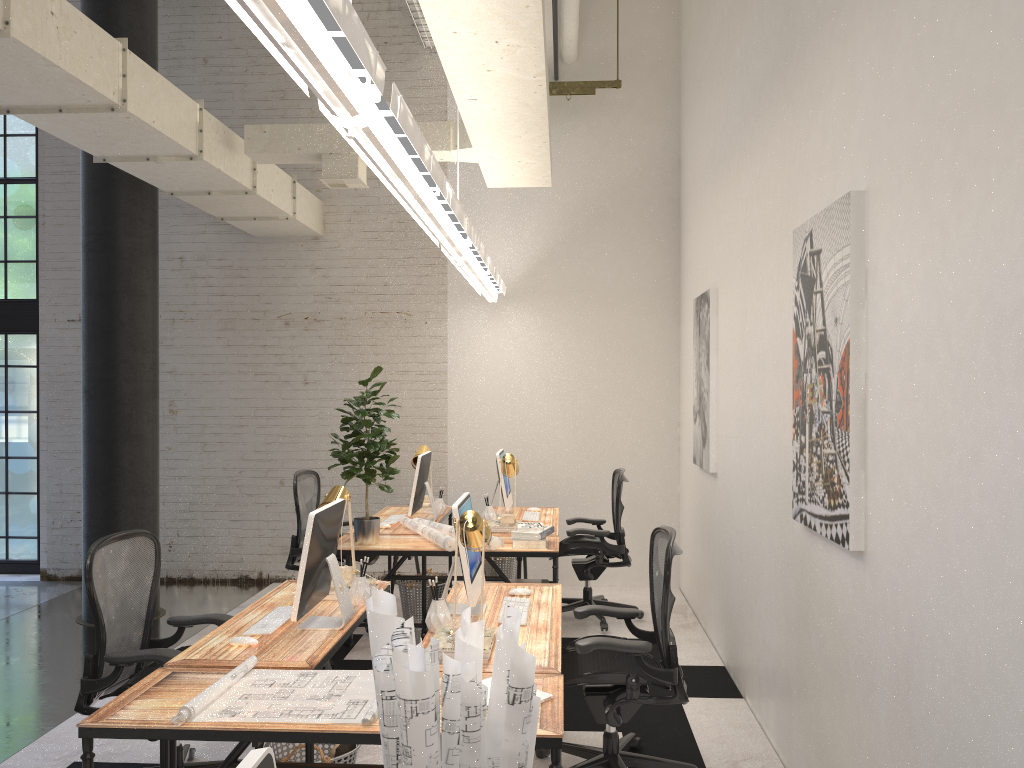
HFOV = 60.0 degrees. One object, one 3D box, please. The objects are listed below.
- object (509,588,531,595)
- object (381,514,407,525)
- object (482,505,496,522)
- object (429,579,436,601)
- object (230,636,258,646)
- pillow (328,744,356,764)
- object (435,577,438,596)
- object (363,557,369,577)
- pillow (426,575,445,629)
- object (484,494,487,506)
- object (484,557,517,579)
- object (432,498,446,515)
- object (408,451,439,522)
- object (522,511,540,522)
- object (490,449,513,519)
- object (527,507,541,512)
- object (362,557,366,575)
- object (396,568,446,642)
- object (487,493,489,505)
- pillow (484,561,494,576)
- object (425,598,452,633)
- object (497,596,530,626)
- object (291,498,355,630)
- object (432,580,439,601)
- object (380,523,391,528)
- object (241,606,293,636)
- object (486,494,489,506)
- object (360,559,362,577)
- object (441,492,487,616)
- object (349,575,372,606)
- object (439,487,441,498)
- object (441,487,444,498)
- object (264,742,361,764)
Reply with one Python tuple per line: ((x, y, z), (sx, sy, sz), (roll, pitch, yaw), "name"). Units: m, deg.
((0.037, 0.962, 4.112), (0.106, 0.029, 0.059), (0, 0, 4), "object")
((-0.843, 0.964, 6.310), (0.118, 0.017, 0.439), (0, 0, 3), "object")
((-0.159, 0.909, 6.168), (0.101, 0.127, 0.101), (0, 0, -42), "object")
((-0.300, 0.869, 3.479), (0.054, 0.207, 0.008), (0, 0, -10), "object")
((-0.998, 0.956, 3.303), (0.106, 0.029, 0.059), (0, 0, 4), "object")
((-0.651, 1.493, 3.257), (0.119, 0.406, 0.239), (0, 0, 4), "pillow")
((-0.295, 0.868, 3.502), (0.008, 0.207, 0.054), (0, 0, -14), "object")
((-0.661, 0.873, 3.935), (0.054, 0.207, 0.008), (0, 0, -10), "object")
((-0.522, 1.491, 5.937), (0.119, 0.406, 0.239), (0, 0, 4), "pillow")
((-0.171, 0.867, 6.158), (0.054, 0.207, 0.008), (0, 0, -10), "object")
((-0.102, 1.484, 6.836), (0.353, 0.435, 0.358), (0, 0, 0), "object")
((-0.543, 0.912, 6.605), (0.101, 0.127, 0.101), (0, 0, -42), "object")
((-0.623, 0.730, 6.270), (0.189, 0.485, 0.483), (0, 0, 3), "object")
((0.141, 0.965, 6.464), (0.118, 0.017, 0.439), (0, 0, 3), "object")
((-0.080, 0.732, 6.501), (0.189, 0.485, 0.483), (0, 0, 3), "object")
((0.167, 0.960, 6.791), (0.106, 0.029, 0.059), (0, 0, 4), "object")
((-0.673, 0.872, 3.940), (0.054, 0.207, 0.008), (0, 1, -32), "object")
((-0.601, 1.478, 5.946), (0.353, 0.435, 0.358), (0, 0, 0), "object")
((-0.166, 0.867, 6.182), (0.008, 0.207, 0.054), (0, 0, -14), "object")
((-0.180, 1.498, 6.846), (0.119, 0.406, 0.239), (0, 0, 4), "pillow")
((-0.289, 0.911, 3.489), (0.101, 0.127, 0.101), (0, 0, -42), "object")
((0.011, 0.966, 3.785), (0.118, 0.017, 0.439), (0, 0, 3), "object")
((-0.752, 0.732, 3.590), (0.189, 0.485, 0.483), (0, 0, 3), "object")
((-0.288, 0.869, 3.474), (0.054, 0.207, 0.008), (0, 1, -32), "object")
((-0.869, 0.955, 5.983), (0.106, 0.029, 0.059), (0, 0, 4), "object")
((-0.972, 0.965, 3.630), (0.118, 0.017, 0.439), (0, 0, 3), "object")
((-0.159, 0.867, 6.154), (0.054, 0.207, 0.008), (0, 1, -32), "object")
((-0.666, 0.871, 3.911), (0.008, 0.207, 0.054), (0, 0, -14), "object")
((-0.209, 0.734, 3.821), (0.189, 0.485, 0.483), (0, 0, 3), "object")
((-0.672, 0.914, 3.926), (0.101, 0.127, 0.101), (0, 0, -42), "object")
((-0.537, 0.870, 6.591), (0.008, 0.207, 0.054), (0, 0, -14), "object")
((-0.532, 0.871, 6.614), (0.054, 0.207, 0.008), (0, 0, -10), "object")
((-0.730, 1.480, 3.267), (0.353, 0.435, 0.358), (0, 0, 0), "object")
